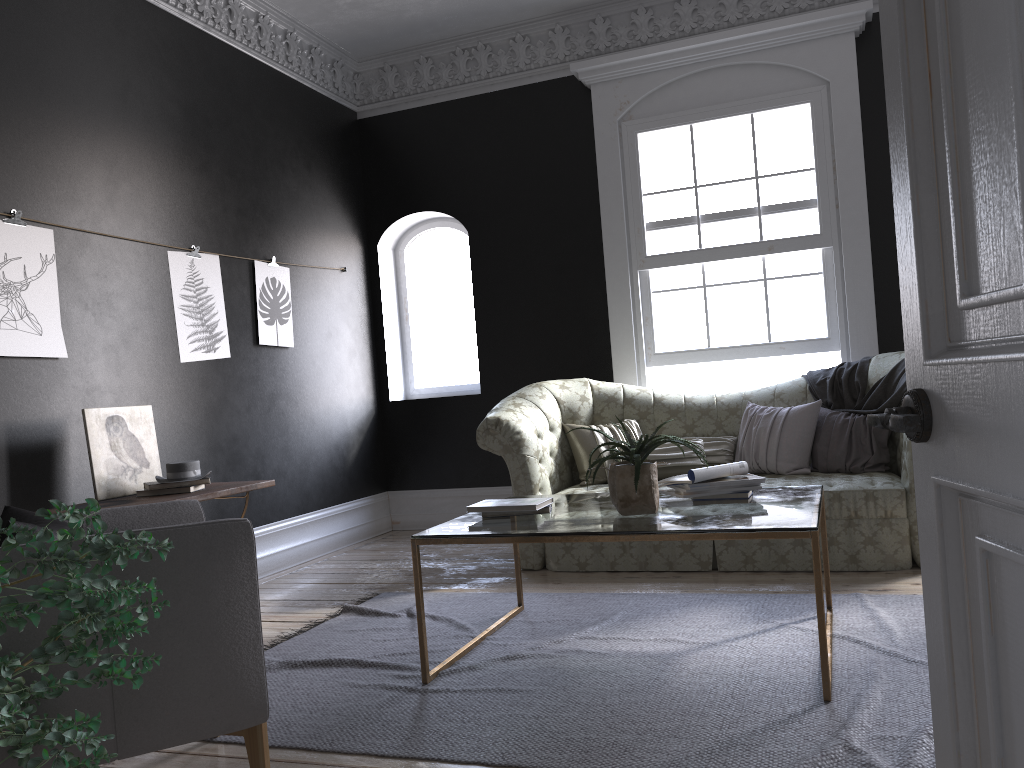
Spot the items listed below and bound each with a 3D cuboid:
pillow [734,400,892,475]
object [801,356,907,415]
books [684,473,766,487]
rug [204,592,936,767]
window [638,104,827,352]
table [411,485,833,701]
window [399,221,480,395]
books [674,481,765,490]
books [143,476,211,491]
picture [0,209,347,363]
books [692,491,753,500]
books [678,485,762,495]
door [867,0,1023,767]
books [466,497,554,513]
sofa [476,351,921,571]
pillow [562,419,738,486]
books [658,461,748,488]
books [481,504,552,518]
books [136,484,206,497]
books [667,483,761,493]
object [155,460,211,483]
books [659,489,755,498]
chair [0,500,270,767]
[{"bbox_3d":[1.808,0.317,5.373,0.964,0.461,0.404,-5,0,28],"label":"pillow"},{"bbox_3d":[2.261,0.102,5.358,0.516,0.585,1.368,-5,0,-21],"label":"object"},{"bbox_3d":[0.862,0.400,3.709,0.318,0.011,0.252,-5,-1,-3],"label":"books"},{"bbox_3d":[0.519,1.045,3.430,3.646,0.050,2.104,-5,-1,21],"label":"rug"},{"bbox_3d":[1.572,-1.086,6.383,1.263,1.672,0.056,-4,1,20],"label":"window"},{"bbox_3d":[0.506,0.781,3.585,1.449,0.558,1.092,-5,0,20],"label":"table"},{"bbox_3d":[-0.577,-0.659,7.622,0.740,1.457,0.112,-4,1,20],"label":"window"},{"bbox_3d":[0.856,0.412,3.713,0.318,0.011,0.252,-4,-1,-8],"label":"books"},{"bbox_3d":[-1.650,0.488,4.368,0.289,0.030,0.193,-4,-1,-29],"label":"books"},{"bbox_3d":[-2.060,-0.507,4.972,0.058,0.771,4.455,-4,0,20],"label":"picture"},{"bbox_3d":[0.881,0.459,3.711,0.231,0.023,0.162,-5,-1,21],"label":"books"},{"bbox_3d":[0.858,0.433,3.722,0.318,0.011,0.252,-5,-1,2],"label":"books"},{"bbox_3d":[0.542,-0.159,0.809,0.216,2.374,1.097,-4,0,8],"label":"door"},{"bbox_3d":[-0.008,0.501,3.671,0.307,0.024,0.220,-5,-1,20],"label":"books"},{"bbox_3d":[1.348,0.465,5.598,2.814,1.161,1.605,-5,0,21],"label":"sofa"},{"bbox_3d":[0.866,0.416,5.698,1.106,0.416,0.528,-5,0,20],"label":"pillow"},{"bbox_3d":[0.784,0.394,3.728,0.322,0.109,0.273,-4,-1,-35],"label":"books"},{"bbox_3d":[0.021,0.526,3.731,0.289,0.030,0.193,-5,-1,4],"label":"books"},{"bbox_3d":[-1.677,0.519,4.364,0.268,0.029,0.203,-5,-1,0],"label":"books"},{"bbox_3d":[0.842,0.423,3.726,0.318,0.011,0.252,-4,-1,-8],"label":"books"},{"bbox_3d":[-1.620,0.428,4.373,0.258,0.087,0.328,-4,-1,-14],"label":"object"},{"bbox_3d":[0.816,0.447,3.729,0.318,0.011,0.252,-4,-1,-13],"label":"books"},{"bbox_3d":[-1.163,0.757,2.480,0.769,0.863,0.819,-5,0,-29],"label":"chair"}]
